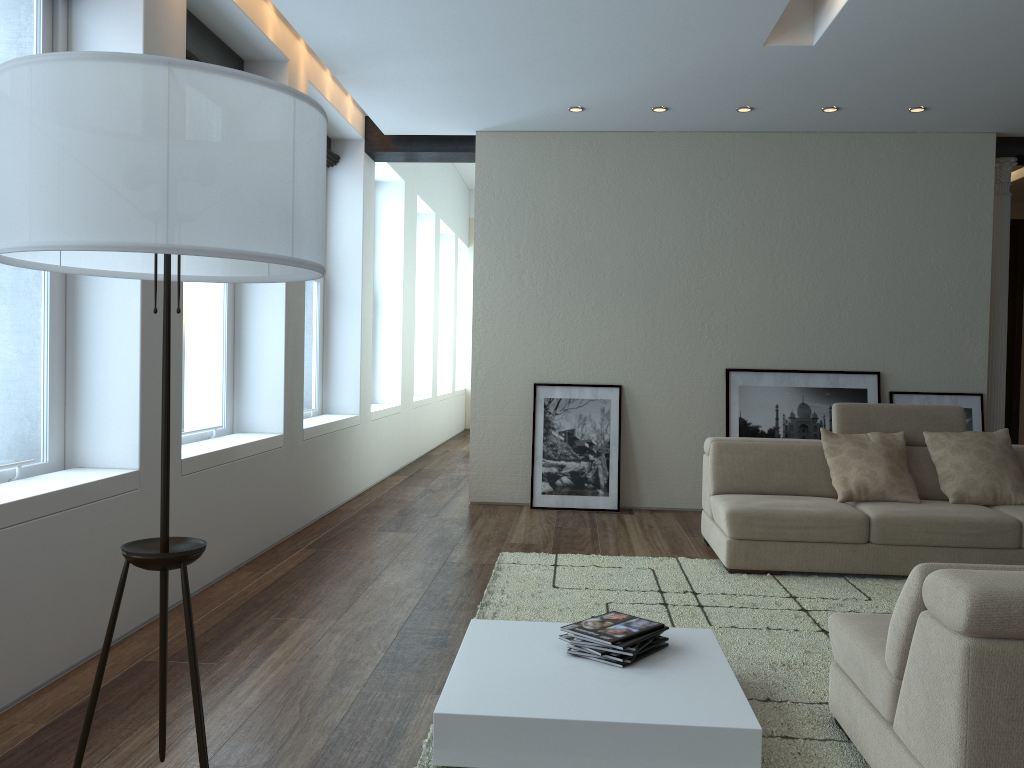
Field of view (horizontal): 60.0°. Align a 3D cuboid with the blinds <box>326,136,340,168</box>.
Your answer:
[{"bbox_3d":[-1.580,-1.913,6.704,0.156,0.275,1.563,1,2,4],"label":"blinds"}]

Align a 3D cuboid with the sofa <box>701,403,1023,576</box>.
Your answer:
[{"bbox_3d":[2.494,0.609,5.254,2.581,0.950,1.021,1,2,4],"label":"sofa"}]

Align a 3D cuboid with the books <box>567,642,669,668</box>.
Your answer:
[{"bbox_3d":[0.366,0.905,3.038,0.220,0.010,0.300,2,2,39],"label":"books"}]

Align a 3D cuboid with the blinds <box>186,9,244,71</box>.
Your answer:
[{"bbox_3d":[-1.720,-1.810,4.807,0.156,0.393,1.442,1,2,4],"label":"blinds"}]

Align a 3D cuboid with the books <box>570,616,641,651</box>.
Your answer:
[{"bbox_3d":[0.347,0.856,3.053,0.220,0.010,0.300,2,2,19],"label":"books"}]

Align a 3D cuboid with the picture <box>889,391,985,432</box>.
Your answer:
[{"bbox_3d":[3.276,0.561,6.814,0.700,0.988,0.195,1,2,4],"label":"picture"}]

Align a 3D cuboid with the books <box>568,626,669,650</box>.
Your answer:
[{"bbox_3d":[0.367,0.847,3.037,0.220,0.010,0.300,2,2,39],"label":"books"}]

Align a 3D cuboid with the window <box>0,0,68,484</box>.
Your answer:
[{"bbox_3d":[-1.937,-0.749,3.002,0.123,2.400,1.442,1,2,4],"label":"window"}]

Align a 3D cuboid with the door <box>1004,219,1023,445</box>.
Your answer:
[{"bbox_3d":[5.040,-0.395,9.805,1.037,2.814,0.246,1,2,4],"label":"door"}]

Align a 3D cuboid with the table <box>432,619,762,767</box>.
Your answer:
[{"bbox_3d":[0.261,0.997,2.884,0.900,0.170,0.900,1,2,4],"label":"table"}]

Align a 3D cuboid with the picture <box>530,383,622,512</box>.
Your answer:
[{"bbox_3d":[0.508,0.497,7.015,0.700,0.988,0.195,1,2,4],"label":"picture"}]

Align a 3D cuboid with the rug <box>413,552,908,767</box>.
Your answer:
[{"bbox_3d":[1.936,1.105,3.670,4.231,0.020,2.972,1,2,4],"label":"rug"}]

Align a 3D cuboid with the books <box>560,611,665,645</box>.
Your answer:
[{"bbox_3d":[0.347,0.837,3.052,0.220,0.010,0.300,3,2,44],"label":"books"}]

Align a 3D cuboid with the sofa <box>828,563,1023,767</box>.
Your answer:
[{"bbox_3d":[2.280,0.685,2.316,2.581,0.950,1.021,1,2,4],"label":"sofa"}]

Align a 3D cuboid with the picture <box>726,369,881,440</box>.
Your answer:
[{"bbox_3d":[2.259,0.464,6.873,1.183,1.140,0.225,1,2,4],"label":"picture"}]

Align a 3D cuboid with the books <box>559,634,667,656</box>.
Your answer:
[{"bbox_3d":[0.347,0.875,3.053,0.300,0.010,0.220,0,2,-36],"label":"books"}]

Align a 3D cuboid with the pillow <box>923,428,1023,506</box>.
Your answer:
[{"bbox_3d":[2.751,0.485,5.246,0.534,0.439,0.301,1,2,1],"label":"pillow"}]

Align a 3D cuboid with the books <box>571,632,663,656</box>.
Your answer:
[{"bbox_3d":[0.366,0.866,3.037,0.220,0.010,0.300,2,2,29],"label":"books"}]

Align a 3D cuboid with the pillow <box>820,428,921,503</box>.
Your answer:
[{"bbox_3d":[2.127,0.481,5.278,0.519,0.416,0.368,1,2,0],"label":"pillow"}]

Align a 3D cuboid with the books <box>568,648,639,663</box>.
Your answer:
[{"bbox_3d":[0.346,0.895,3.054,0.220,0.010,0.300,2,2,24],"label":"books"}]

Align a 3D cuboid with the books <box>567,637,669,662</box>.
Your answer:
[{"bbox_3d":[0.366,0.886,3.038,0.220,0.010,0.300,2,2,39],"label":"books"}]

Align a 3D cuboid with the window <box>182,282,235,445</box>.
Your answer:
[{"bbox_3d":[-1.803,-0.797,4.839,0.123,2.400,1.443,1,2,4],"label":"window"}]

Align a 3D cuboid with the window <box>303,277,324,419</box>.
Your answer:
[{"bbox_3d":[-1.665,-0.846,6.736,0.123,2.400,1.563,1,2,4],"label":"window"}]

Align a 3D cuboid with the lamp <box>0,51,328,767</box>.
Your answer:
[{"bbox_3d":[-0.788,0.236,2.014,0.698,1.728,0.698,2,2,28],"label":"lamp"}]
